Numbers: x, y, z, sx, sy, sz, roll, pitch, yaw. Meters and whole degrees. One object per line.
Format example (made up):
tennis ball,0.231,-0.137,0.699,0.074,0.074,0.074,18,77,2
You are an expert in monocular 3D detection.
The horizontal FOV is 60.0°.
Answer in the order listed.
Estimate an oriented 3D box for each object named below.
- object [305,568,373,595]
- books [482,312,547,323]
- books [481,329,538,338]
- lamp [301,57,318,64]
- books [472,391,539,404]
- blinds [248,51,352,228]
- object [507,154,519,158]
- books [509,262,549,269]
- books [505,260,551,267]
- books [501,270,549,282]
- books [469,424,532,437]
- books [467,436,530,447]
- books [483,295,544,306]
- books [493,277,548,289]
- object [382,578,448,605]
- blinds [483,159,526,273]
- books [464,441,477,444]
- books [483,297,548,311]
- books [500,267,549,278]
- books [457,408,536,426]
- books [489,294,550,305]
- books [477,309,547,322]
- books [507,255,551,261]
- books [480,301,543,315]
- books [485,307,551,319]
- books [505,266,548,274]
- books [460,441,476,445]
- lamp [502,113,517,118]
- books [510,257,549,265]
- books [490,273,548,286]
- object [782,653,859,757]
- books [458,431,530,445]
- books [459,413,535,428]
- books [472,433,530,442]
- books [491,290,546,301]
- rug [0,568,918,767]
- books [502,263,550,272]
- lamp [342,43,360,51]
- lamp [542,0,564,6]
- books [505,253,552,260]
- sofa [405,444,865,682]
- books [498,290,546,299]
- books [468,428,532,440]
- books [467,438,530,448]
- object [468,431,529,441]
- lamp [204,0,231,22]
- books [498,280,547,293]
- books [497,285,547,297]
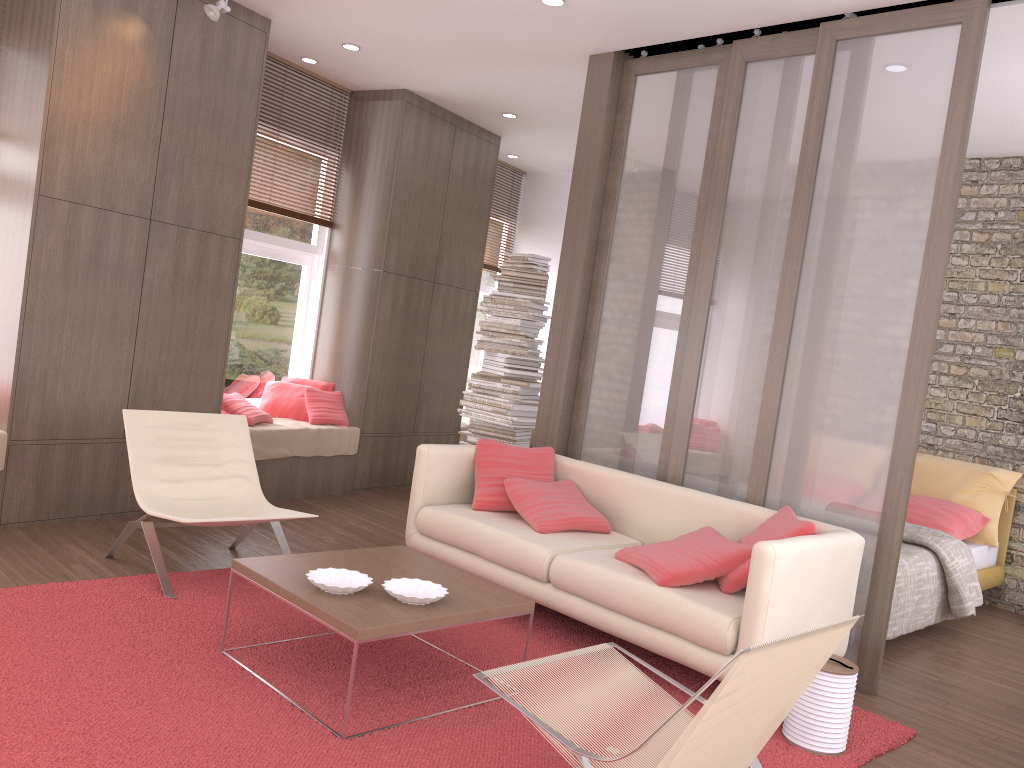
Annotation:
object,-0.642,0.738,3.286,0.249,0.043,0.251,9,3,14
books,0.026,-0.511,6.844,0.416,0.012,0.324,9,3,24
books,-0.019,-0.389,6.887,0.395,0.009,0.233,9,3,19
lamp,-1.502,-2.398,6.572,0.119,0.010,0.119,7,3,-20
books,-0.009,0.101,6.884,0.542,0.020,0.320,11,4,44
blinds,-1.770,-1.876,6.726,0.042,1.138,1.373,10,3,31
object,0.009,-2.293,8.935,0.119,0.010,0.119,7,3,-20
books,0.134,-0.913,6.837,0.258,0.010,0.183,10,3,29
books,0.120,-0.929,6.841,0.303,0.015,0.202,11,4,44
books,0.104,-0.829,6.840,0.351,0.036,0.275,8,3,4
books,-0.087,0.353,6.857,0.396,0.033,0.310,9,3,24
books,-0.102,0.438,6.868,0.405,0.018,0.300,9,3,24
books,0.016,-0.647,6.873,0.392,0.015,0.306,9,3,24
books,0.067,-0.783,6.853,0.412,0.019,0.259,8,3,4
object,-0.362,0.778,3.291,0.249,0.043,0.251,6,3,-34
blinds,-0.305,-1.779,9.122,0.042,1.138,1.373,10,3,31
books,-0.115,0.473,6.861,0.413,0.006,0.322,9,3,24
books,0.033,-0.618,6.886,0.416,0.035,0.323,9,3,24
books,0.099,-0.856,6.834,0.366,0.012,0.287,8,3,4
books,-0.079,0.259,6.912,0.612,0.028,0.399,11,4,44
books,0.063,-0.655,6.873,0.416,0.015,0.245,9,3,24
books,0.006,-0.534,6.881,0.470,0.022,0.306,9,3,24
books,0.130,-0.970,6.825,0.277,0.008,0.216,11,4,44
books,0.003,-0.585,6.877,0.401,0.035,0.315,9,3,24
books,0.059,-0.548,6.864,0.434,0.019,0.324,9,3,24
books,0.114,-0.873,6.839,0.272,0.023,0.201,9,3,24
books,-0.151,0.495,6.895,0.330,0.016,0.422,6,4,-41
lamp,-0.020,-2.222,7.336,0.119,0.010,0.119,9,3,25
books,0.135,-0.950,6.833,0.193,0.029,0.260,7,3,-31
books,0.059,-0.806,6.858,0.435,0.019,0.248,8,3,4
object,1.193,1.226,3.437,0.239,0.341,0.239,8,3,-13
books,-0.136,0.414,6.886,0.488,0.018,0.296,9,3,24
books,-0.072,0.287,6.857,0.542,0.016,0.423,11,4,44
books,-0.083,0.408,6.874,0.385,0.008,0.274,9,3,24
books,0.055,-0.676,6.854,0.404,0.026,0.266,8,3,4
rug,-0.490,1.156,3.554,2.938,0.016,3.344,11,4,44
books,0.108,-0.899,6.852,0.327,0.023,0.198,11,4,44
lamp,-1.107,-2.320,6.103,0.119,0.010,0.119,7,3,-20
lamp,0.220,-2.067,4.783,0.119,0.010,0.119,7,3,-31
books,0.123,-0.984,6.841,0.313,0.014,0.204,11,4,44
sofa,0.484,0.871,4.497,2.204,0.751,0.919,11,4,44
books,0.083,-0.690,6.842,0.351,0.010,0.284,8,3,4
books,-0.092,0.382,6.858,0.396,0.024,0.310,9,3,24
books,-0.103,0.460,6.862,0.396,0.024,0.310,9,3,24
object,-0.101,0.397,6.865,0.413,0.008,0.243,9,3,24
lamp,-1.674,-2.219,5.086,0.158,0.275,0.102,6,3,-38
books,0.085,-0.752,6.877,0.371,0.036,0.211,8,3,4
books,0.080,-0.715,6.878,0.371,0.036,0.211,8,3,4
